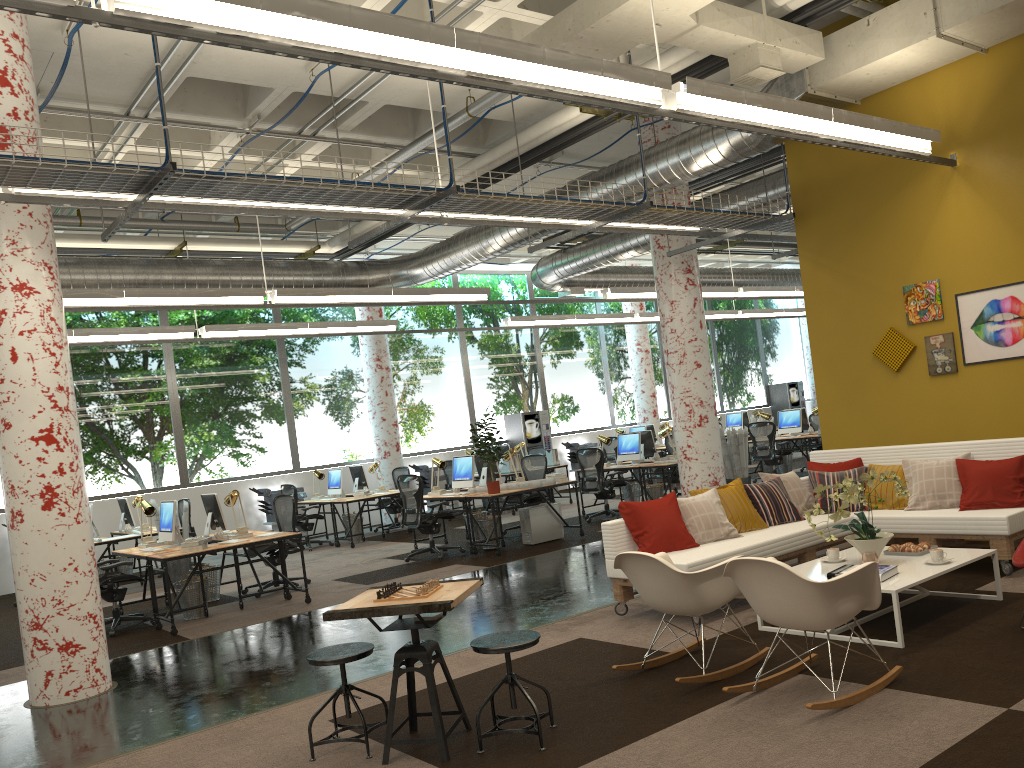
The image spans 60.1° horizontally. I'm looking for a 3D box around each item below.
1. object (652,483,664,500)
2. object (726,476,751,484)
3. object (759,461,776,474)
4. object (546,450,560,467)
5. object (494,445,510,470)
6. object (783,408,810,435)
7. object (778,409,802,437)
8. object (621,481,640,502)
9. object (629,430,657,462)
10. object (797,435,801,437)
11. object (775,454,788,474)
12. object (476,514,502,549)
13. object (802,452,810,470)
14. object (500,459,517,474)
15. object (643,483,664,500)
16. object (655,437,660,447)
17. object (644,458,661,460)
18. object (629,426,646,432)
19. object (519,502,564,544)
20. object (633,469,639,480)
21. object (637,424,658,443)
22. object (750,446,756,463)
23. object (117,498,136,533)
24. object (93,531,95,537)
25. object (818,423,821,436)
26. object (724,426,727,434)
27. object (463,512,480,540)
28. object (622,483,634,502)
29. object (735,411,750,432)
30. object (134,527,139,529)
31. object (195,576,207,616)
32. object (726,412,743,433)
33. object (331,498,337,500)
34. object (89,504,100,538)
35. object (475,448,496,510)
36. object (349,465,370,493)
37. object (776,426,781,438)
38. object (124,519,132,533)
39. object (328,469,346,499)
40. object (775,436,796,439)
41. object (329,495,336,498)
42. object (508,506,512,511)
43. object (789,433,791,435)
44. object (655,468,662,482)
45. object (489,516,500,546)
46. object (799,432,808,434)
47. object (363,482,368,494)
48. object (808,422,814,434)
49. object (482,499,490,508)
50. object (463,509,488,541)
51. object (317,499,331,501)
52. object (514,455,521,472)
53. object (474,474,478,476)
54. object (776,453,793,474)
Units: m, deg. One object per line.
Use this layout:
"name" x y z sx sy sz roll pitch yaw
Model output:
"object" 2.206 1.705 13.375 0.119 0.403 0.236 -7 -1 -37
"object" 3.316 1.556 12.875 0.353 0.398 0.353 -7 -1 7
"object" 4.973 1.564 17.222 0.353 0.398 0.353 -7 -1 7
"object" 0.722 1.363 16.283 0.150 0.302 0.281 -7 -1 -38
"object" -0.169 1.421 17.031 0.189 0.485 0.485 -7 -1 -38
"object" 5.266 0.702 16.435 0.189 0.485 0.485 -7 -1 -38
"object" 5.008 0.708 15.906 0.189 0.485 0.485 -7 -1 -38
"object" 1.937 1.774 14.331 0.352 0.435 0.360 -6 -1 -41
"object" 2.073 0.989 14.094 0.189 0.485 0.485 -7 -1 -38
"object" 5.038 0.913 15.527 0.106 0.029 0.060 -5 -3 -37
"object" 5.067 1.506 16.629 0.119 0.403 0.236 -7 -1 -37
"object" -0.290 1.885 11.373 0.352 0.435 0.360 -6 -1 -41
"object" 5.332 1.411 15.673 0.352 0.435 0.360 -6 -1 -41
"object" -0.074 1.433 15.668 0.150 0.302 0.281 -7 -1 -38
"object" 2.139 1.698 13.331 0.352 0.435 0.360 -6 -1 -41
"object" 3.143 1.247 19.150 0.101 0.209 0.101 -7 0 7
"object" 2.293 1.202 14.209 0.118 0.017 0.440 -5 -4 -38
"object" 2.711 1.151 18.925 0.189 0.485 0.485 -7 -1 -38
"object" 0.389 1.795 11.436 0.539 0.455 0.222 -6 -1 -38
"object" 2.770 1.950 19.648 0.119 0.403 0.236 -7 -1 -37
"object" 2.969 1.145 19.454 0.189 0.485 0.485 -7 -1 -38
"object" 5.660 1.637 20.711 0.119 0.403 0.236 -7 -1 -37
"object" -5.609 1.899 12.830 0.189 0.485 0.485 -7 -1 -38
"object" -6.007 2.077 12.606 0.101 0.209 0.101 -7 0 7
"object" 5.361 0.714 15.073 0.150 0.302 0.281 -7 -1 -38
"object" 5.130 1.099 21.206 0.101 0.209 0.101 -7 0 7
"object" -0.555 1.981 12.329 0.119 0.403 0.236 -7 -1 -37
"object" 1.874 1.793 14.288 0.119 0.403 0.236 -7 -1 -37
"object" 5.527 0.920 21.429 0.189 0.485 0.485 -7 -1 -38
"object" -5.582 2.143 13.210 0.106 0.029 0.060 -5 -3 -37
"object" -3.189 2.173 9.089 0.119 0.403 0.236 -7 -1 -37
"object" 5.269 0.926 20.900 0.189 0.485 0.485 -7 -1 -38
"object" -2.857 1.849 14.223 0.106 0.029 0.060 -5 -3 -37
"object" -5.867 1.905 12.300 0.189 0.485 0.485 -7 -1 -38
"object" -0.559 1.820 16.739 0.190 1.209 1.082 -7 -1 -37
"object" -2.629 1.637 15.131 0.189 0.485 0.485 -7 -1 -38
"object" 4.869 0.880 16.211 0.101 0.209 0.101 -7 0 7
"object" -5.435 2.001 12.525 0.101 0.209 0.101 -7 0 7
"object" -2.887 1.643 14.602 0.189 0.485 0.485 -7 -1 -38
"object" 4.847 0.958 15.792 0.118 0.017 0.440 -5 -4 -38
"object" -3.027 1.815 14.907 0.101 0.209 0.101 -7 0 7
"object" -0.037 2.137 16.312 0.119 0.403 0.236 -7 -1 -37
"object" 5.293 0.946 16.816 0.106 0.029 0.060 -5 -3 -37
"object" 3.102 1.862 18.736 0.119 0.403 0.236 -7 -1 -37
"object" -0.224 1.893 11.417 0.119 0.403 0.236 -7 -1 -37
"object" 5.486 0.915 16.551 0.118 0.017 0.440 -5 -4 -38
"object" -2.455 1.739 14.826 0.101 0.209 0.101 -7 0 7
"object" 5.440 0.804 16.131 0.101 0.209 0.101 -7 0 7
"object" -0.462 2.283 17.817 0.352 0.398 0.354 -7 -1 -18
"object" -0.492 1.961 12.373 0.352 0.435 0.360 -6 -1 -41
"object" -3.049 1.893 14.488 0.118 0.017 0.440 -5 -4 -38
"object" 0.042 1.422 15.758 0.150 0.302 0.281 -7 -1 -38
"object" -0.589 1.677 16.387 0.118 0.017 0.440 -5 -4 -38
"object" 5.131 1.487 16.673 0.352 0.435 0.360 -6 -1 -41
